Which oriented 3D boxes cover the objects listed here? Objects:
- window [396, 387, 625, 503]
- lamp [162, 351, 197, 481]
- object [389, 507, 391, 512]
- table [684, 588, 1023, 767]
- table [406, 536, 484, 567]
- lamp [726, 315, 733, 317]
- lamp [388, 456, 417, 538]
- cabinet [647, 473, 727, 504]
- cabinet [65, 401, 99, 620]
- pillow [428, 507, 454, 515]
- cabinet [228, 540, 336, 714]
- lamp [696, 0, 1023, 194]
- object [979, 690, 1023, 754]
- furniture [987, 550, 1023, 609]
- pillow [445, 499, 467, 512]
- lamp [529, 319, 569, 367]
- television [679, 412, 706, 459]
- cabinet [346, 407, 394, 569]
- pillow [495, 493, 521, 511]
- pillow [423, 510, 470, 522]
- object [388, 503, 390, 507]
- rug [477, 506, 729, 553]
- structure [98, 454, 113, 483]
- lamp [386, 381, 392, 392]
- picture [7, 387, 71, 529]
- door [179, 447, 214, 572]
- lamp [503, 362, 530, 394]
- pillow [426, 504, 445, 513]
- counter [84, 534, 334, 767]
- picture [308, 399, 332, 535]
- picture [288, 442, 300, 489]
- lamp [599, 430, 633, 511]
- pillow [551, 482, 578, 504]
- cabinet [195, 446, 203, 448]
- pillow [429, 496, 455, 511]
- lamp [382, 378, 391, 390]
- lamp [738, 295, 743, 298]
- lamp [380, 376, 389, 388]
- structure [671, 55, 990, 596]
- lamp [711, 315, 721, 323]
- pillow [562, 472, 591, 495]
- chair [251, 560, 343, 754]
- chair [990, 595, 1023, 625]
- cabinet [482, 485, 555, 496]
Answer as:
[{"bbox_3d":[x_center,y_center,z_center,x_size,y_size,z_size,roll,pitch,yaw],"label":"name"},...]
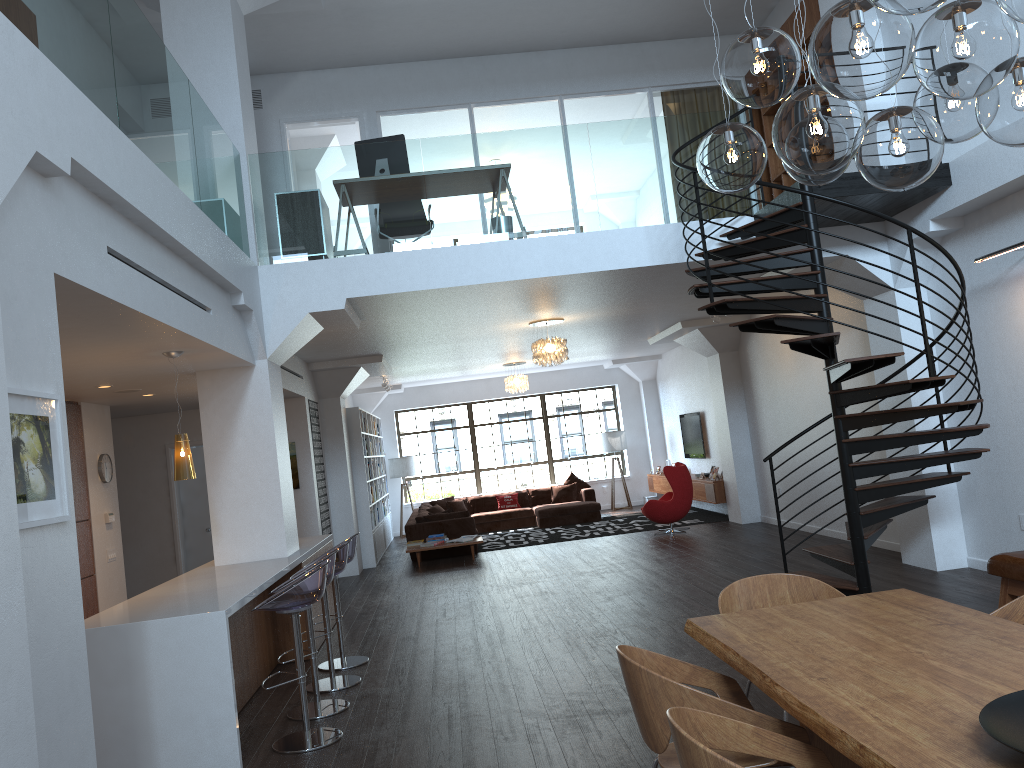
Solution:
[{"bbox_3d":[-0.013,1.270,18.700,4.648,1.905,0.114,-7,-4,-5],"label":"window"},{"bbox_3d":[-1.627,-0.243,7.374,0.149,1.807,2.842,-10,-5,35],"label":"lamp"},{"bbox_3d":[-2.563,2.505,17.488,0.331,0.088,0.410,-7,-4,-5],"label":"object"},{"bbox_3d":[1.387,1.162,1.867,1.012,0.750,3.803,-7,-4,-5],"label":"table"},{"bbox_3d":[-0.966,2.446,12.924,1.100,0.271,0.853,-7,-4,-5],"label":"table"},{"bbox_3d":[2.657,-0.919,10.889,0.111,0.211,0.120,-11,-5,44],"label":"lamp"},{"bbox_3d":[-2.137,2.264,17.852,0.545,1.579,0.545,-6,-4,-16],"label":"lamp"},{"bbox_3d":[3.181,1.826,15.938,0.459,0.350,4.501,-7,-4,-5],"label":"cabinet"},{"bbox_3d":[-4.219,1.246,6.025,0.598,2.499,5.299,-7,-4,-5],"label":"cabinet"},{"bbox_3d":[-1.056,2.143,13.998,0.559,0.411,0.269,-10,-5,41],"label":"pillow"},{"bbox_3d":[-2.126,1.912,7.057,0.898,0.796,4.493,-7,-4,-5],"label":"cabinet"},{"bbox_3d":[1.015,-1.636,2.375,0.849,2.140,1.787,-7,-4,-6],"label":"lamp"},{"bbox_3d":[1.336,0.758,1.900,0.592,0.066,0.592,-11,-5,43],"label":"object"},{"bbox_3d":[3.770,1.249,5.207,0.907,0.453,1.819,-7,-4,-5],"label":"furniture"},{"bbox_3d":[-1.067,2.371,16.946,0.489,0.337,0.238,-4,-5,-35],"label":"pillow"},{"bbox_3d":[0.448,-0.487,10.738,0.441,0.539,0.442,-10,-5,38],"label":"lamp"},{"bbox_3d":[3.236,0.933,15.946,0.013,0.816,1.324,-7,-4,-5],"label":"television"},{"bbox_3d":[-2.564,1.736,15.519,0.461,2.414,4.500,-7,-4,-5],"label":"cabinet"},{"bbox_3d":[-0.076,2.281,17.169,0.465,0.308,0.220,-6,-4,-9],"label":"pillow"},{"bbox_3d":[-0.994,2.160,13.734,0.750,0.364,0.289,-7,-4,-5],"label":"pillow"},{"bbox_3d":[-2.574,2.418,17.494,0.331,0.088,0.410,-7,-4,-5],"label":"object"},{"bbox_3d":[1.377,2.444,15.137,4.200,0.007,3.100,-7,-4,-3],"label":"rug"},{"bbox_3d":[-4.194,0.870,9.150,0.040,0.300,0.300,-7,-4,-5],"label":"structure"},{"bbox_3d":[-2.261,0.042,16.183,0.120,0.211,0.111,-5,-4,-30],"label":"lamp"},{"bbox_3d":[-1.766,0.273,3.278,0.018,0.500,0.500,-7,-4,-5],"label":"picture"},{"bbox_3d":[-4.449,1.907,11.980,0.826,2.032,0.174,-7,-4,-5],"label":"door"},{"bbox_3d":[0.075,-0.098,15.770,0.441,0.539,0.442,-10,-5,38],"label":"lamp"},{"bbox_3d":[-1.265,2.287,15.408,0.325,0.391,0.625,-8,-4,12],"label":"pillow"},{"bbox_3d":[-1.104,1.660,5.519,3.039,0.860,8.182,-4,-5,-34],"label":"counter"},{"bbox_3d":[-2.559,1.408,11.979,0.021,2.380,0.800,-7,-4,-4],"label":"picture"},{"bbox_3d":[-2.969,1.064,11.321,0.450,0.600,0.030,-7,-4,-5],"label":"picture"},{"bbox_3d":[2.141,1.759,18.104,0.545,1.579,0.545,-7,-4,6],"label":"lamp"},{"bbox_3d":[1.000,2.112,17.142,0.542,0.362,0.248,-8,-4,16],"label":"pillow"},{"bbox_3d":[-4.777,1.519,12.641,0.527,2.991,2.630,-7,-4,-5],"label":"cabinet"},{"bbox_3d":[-1.266,2.382,17.028,0.580,0.418,0.334,-5,-5,-32],"label":"pillow"},{"bbox_3d":[-2.223,0.003,15.668,0.111,0.211,0.120,-11,-5,44],"label":"lamp"},{"bbox_3d":[2.694,-0.959,10.373,0.120,0.211,0.111,-5,-4,-30],"label":"lamp"},{"bbox_3d":[-2.186,-0.036,15.164,0.111,0.211,0.120,-9,-4,29],"label":"lamp"},{"bbox_3d":[2.421,-0.443,6.837,1.998,4.352,1.998,-3,-5,-44],"label":"structure"},{"bbox_3d":[2.620,-0.880,11.392,0.111,0.211,0.120,-9,-4,29],"label":"lamp"},{"bbox_3d":[1.182,2.020,17.328,0.651,0.587,0.335,-5,-4,-26],"label":"pillow"},{"bbox_3d":[-1.249,1.575,5.190,0.481,1.014,0.530,-7,-4,-3],"label":"chair"},{"bbox_3d":[1.869,1.143,3.079,0.617,0.830,0.629,-7,-4,-5],"label":"chair"},{"bbox_3d":[0.182,2.479,18.073,1.520,0.625,0.350,-7,-4,-5],"label":"cabinet"}]
